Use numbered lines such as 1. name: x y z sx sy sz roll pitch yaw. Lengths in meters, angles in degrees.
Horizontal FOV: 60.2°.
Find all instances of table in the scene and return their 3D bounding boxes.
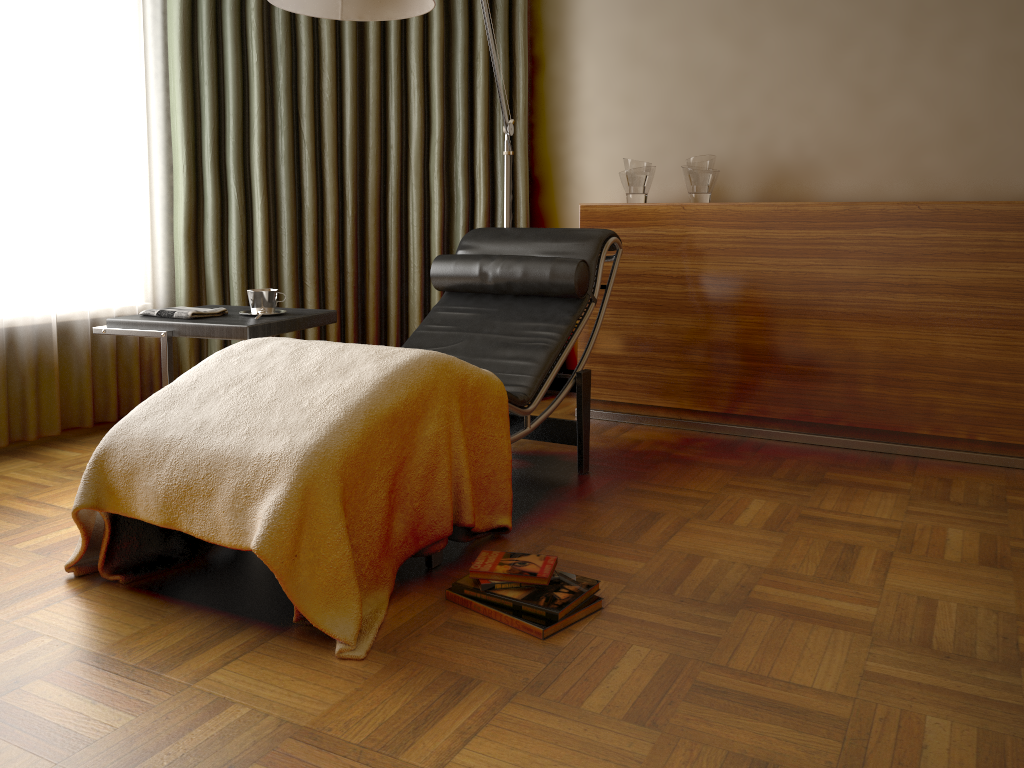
1. table: -0.922 -0.205 2.864 0.518 0.044 0.504 4 11 19

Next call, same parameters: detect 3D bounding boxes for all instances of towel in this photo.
1. towel: -1.035 -0.227 2.810 0.241 0.035 0.180 7 12 31

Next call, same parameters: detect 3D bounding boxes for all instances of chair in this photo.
1. chair: -0.247 -0.059 2.612 0.637 0.789 1.804 4 10 27

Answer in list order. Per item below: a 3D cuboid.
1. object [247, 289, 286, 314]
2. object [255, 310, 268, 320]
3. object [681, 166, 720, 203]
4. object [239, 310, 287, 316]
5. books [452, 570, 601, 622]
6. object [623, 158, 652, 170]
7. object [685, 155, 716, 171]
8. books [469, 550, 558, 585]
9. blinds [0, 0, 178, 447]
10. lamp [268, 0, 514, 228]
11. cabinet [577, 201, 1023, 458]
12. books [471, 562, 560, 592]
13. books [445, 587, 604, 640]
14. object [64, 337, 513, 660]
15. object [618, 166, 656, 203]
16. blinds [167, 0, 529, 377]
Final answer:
1. object: -0.799 -0.265 2.850 0.098 0.078 0.111 5 10 29
2. object: -0.786 -0.217 2.748 0.029 0.019 0.125 0 10 -3
3. object: 0.759 -0.807 3.565 0.155 0.153 0.157 3 8 18
4. object: -0.802 -0.228 2.848 0.150 0.009 0.151 7 12 33
5. books: 0.032 0.440 1.919 0.265 0.020 0.190 7 12 32
6. object: 0.523 -0.869 3.687 0.122 0.148 0.124 2 8 10
7. object: 0.759 -0.845 3.562 0.122 0.148 0.123 1 8 7
8. books: 0.005 0.400 1.934 0.173 0.018 0.125 3 11 12
9. blinds: -1.911 -0.864 2.679 0.093 2.269 2.214 3 8 28
10. lamp: -0.183 -0.645 2.845 0.453 1.949 1.425 4 8 31
11. cabinet: 1.111 -0.277 3.475 1.678 0.854 0.419 5 8 28
12. books: 0.006 0.416 1.943 0.173 0.018 0.125 -2 11 -13
13. books: 0.025 0.463 1.906 0.282 0.022 0.201 10 14 42
14. object: -0.510 0.171 2.168 0.920 0.515 0.917 5 10 28
15. object: 0.522 -0.831 3.691 0.156 0.153 0.157 -2 8 -15
16. blinds: -0.662 -1.127 3.802 1.533 2.430 0.226 -2 6 -17
